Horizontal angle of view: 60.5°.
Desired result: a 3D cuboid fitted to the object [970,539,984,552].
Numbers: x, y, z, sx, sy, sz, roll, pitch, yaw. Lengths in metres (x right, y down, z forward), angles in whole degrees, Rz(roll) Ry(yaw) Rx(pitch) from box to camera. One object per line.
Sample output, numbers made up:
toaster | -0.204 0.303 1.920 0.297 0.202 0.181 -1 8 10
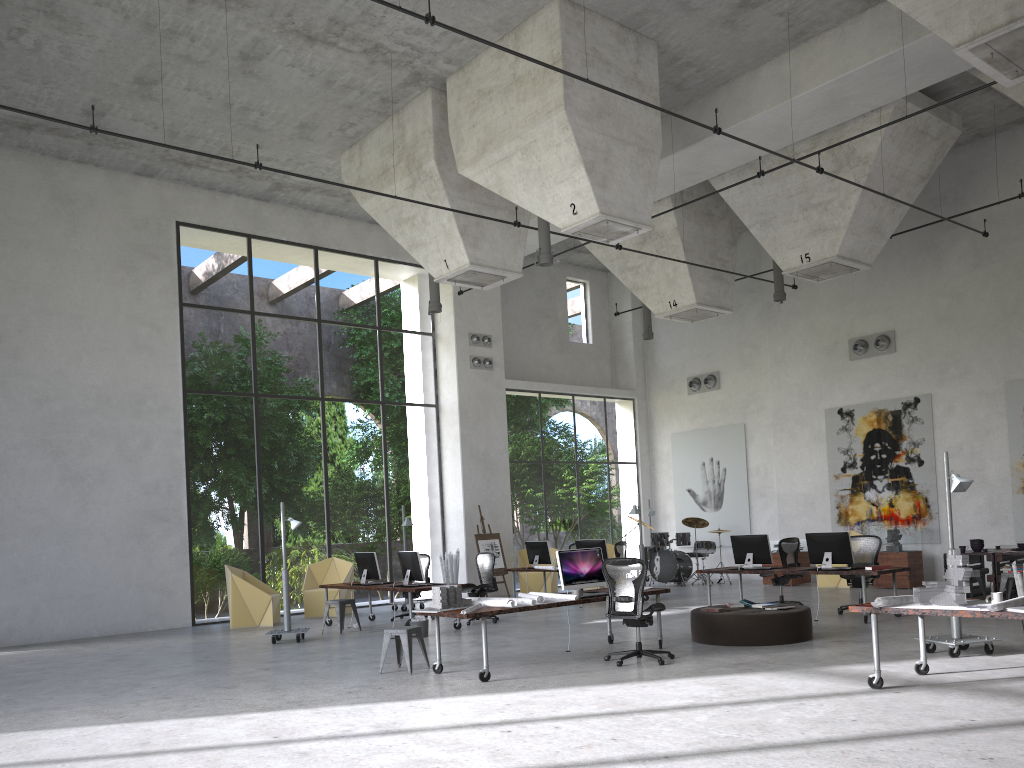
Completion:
object | 7.747 2.685 14.627 0.214 0.213 0.195 1 -7 -38

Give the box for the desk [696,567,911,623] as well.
desk | 4.381 3.202 13.495 0.974 0.719 3.162 2 -10 -39

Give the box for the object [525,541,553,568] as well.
object | 0.606 3.507 18.088 0.377 0.549 0.722 0 -7 -38

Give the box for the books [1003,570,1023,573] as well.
books | 7.767 2.890 13.564 0.284 0.034 0.200 -4 -9 7

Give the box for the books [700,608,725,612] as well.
books | 2.545 2.863 11.138 0.256 0.032 0.175 -11 -12 41

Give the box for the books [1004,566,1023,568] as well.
books | 7.760 2.824 13.570 0.255 0.032 0.176 -5 -9 12

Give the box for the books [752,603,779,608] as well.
books | 3.251 2.841 11.264 0.284 0.033 0.200 2 -10 -26

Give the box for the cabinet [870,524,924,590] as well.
cabinet | 7.601 3.407 17.359 0.594 1.248 0.749 -1 -4 -39

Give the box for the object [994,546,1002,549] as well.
object | 8.351 2.805 15.080 0.137 0.056 0.118 1 -9 -24

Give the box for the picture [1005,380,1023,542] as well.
picture | 10.095 1.292 15.701 0.020 3.002 2.237 -2 -4 -39

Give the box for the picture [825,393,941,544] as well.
picture | 7.764 1.877 18.551 0.020 3.002 2.375 -2 -4 -39

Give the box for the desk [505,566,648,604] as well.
desk | 1.225 4.001 17.392 0.974 0.719 3.162 2 -10 -39

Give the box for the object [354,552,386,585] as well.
object | -2.449 3.206 15.314 0.377 0.549 0.722 0 -7 -38

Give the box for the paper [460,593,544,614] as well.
paper | -0.088 2.427 9.809 0.891 0.102 1.954 -3 -9 -1

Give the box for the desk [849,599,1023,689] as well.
desk | 4.357 2.119 6.886 0.974 0.719 3.162 2 -10 -39

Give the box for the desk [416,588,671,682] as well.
desk | 0.462 2.865 10.237 3.133 0.719 0.983 4 -10 -39

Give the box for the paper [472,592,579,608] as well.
paper | 0.114 2.434 9.936 1.077 0.104 0.986 5 -12 -39

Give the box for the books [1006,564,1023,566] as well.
books | 7.762 2.795 13.568 0.204 0.025 0.145 -4 -9 7

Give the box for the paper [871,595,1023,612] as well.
paper | 3.802 1.854 7.523 0.978 0.104 1.086 6 -13 -44

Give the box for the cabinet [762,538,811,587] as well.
cabinet | 6.068 3.948 19.462 0.743 1.007 0.741 1 -5 -39

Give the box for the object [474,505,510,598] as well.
object | -0.544 3.762 19.658 0.693 2.133 0.689 -1 -3 -39

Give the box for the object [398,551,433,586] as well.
object | -1.569 2.984 14.235 0.377 0.549 0.722 0 -7 -33

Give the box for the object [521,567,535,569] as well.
object | 0.623 3.789 18.082 0.688 0.008 0.858 4 -12 -37

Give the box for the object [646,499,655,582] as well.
object | 3.652 4.099 23.067 0.579 2.141 0.599 -3 -2 -5

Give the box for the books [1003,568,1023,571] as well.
books | 7.765 2.856 13.565 0.284 0.033 0.200 -2 -9 -8

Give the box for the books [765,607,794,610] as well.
books | 3.354 2.801 10.975 0.300 0.031 0.222 1 -10 -24

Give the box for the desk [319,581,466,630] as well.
desk | -2.072 3.735 14.763 0.964 0.719 3.164 2 -10 -39

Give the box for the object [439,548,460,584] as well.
object | -1.359 4.277 19.612 0.442 1.203 0.413 -4 -3 28

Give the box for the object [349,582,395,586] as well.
object | -2.431 3.487 15.308 0.688 0.008 0.858 4 -12 -37

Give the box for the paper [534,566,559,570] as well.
paper | 1.057 3.638 17.579 1.075 0.104 0.988 2 -11 -29

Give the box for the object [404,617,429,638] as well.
object | -1.434 3.667 13.262 0.401 0.296 0.295 -9 -8 44

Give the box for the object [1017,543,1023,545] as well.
object | 8.477 2.662 14.526 0.229 0.057 0.231 4 -11 -39

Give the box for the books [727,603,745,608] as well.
books | 2.931 2.897 11.512 0.197 0.034 0.288 -4 -9 6

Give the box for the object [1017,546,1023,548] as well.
object | 8.482 2.701 14.520 0.229 0.047 0.231 -4 -9 10

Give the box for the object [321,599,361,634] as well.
object | -2.811 3.814 14.425 0.459 0.529 0.477 -6 -6 35

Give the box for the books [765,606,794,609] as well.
books | 3.352 2.798 11.001 0.301 0.040 0.222 -2 -9 -5

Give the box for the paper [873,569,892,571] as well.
paper | 5.182 2.626 12.419 0.290 0.001 0.213 -2 -9 -7

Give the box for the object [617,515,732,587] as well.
object | 4.031 4.036 21.570 2.991 1.732 1.888 -8 -8 35

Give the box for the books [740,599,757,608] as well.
books | 3.103 2.867 11.484 0.206 0.102 0.145 -8 -9 35

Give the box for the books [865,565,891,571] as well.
books | 5.156 2.595 12.393 0.285 0.052 0.205 -2 -9 -7

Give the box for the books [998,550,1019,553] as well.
books | 7.914 2.665 14.005 0.305 0.030 0.225 -6 -10 18

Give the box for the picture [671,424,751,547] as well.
picture | 5.066 2.668 22.538 0.020 3.002 2.358 -2 -4 -39

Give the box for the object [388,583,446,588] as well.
object | -1.551 3.266 14.228 0.687 0.008 0.858 3 -11 -33
